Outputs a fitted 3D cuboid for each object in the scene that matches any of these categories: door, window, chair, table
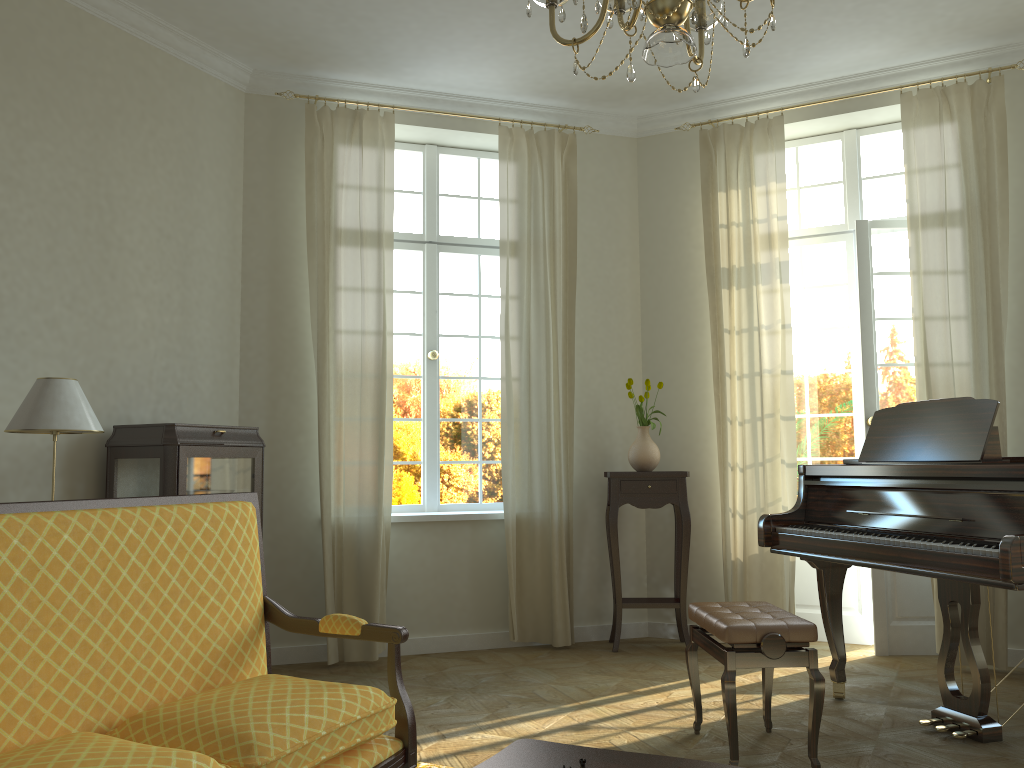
[{"bbox_3d":[2.218,0.317,5.631,1.385,2.690,0.425,-3,-6,27],"label":"door"},{"bbox_3d":[-0.550,-0.402,6.055,1.400,2.550,0.181,1,-6,-18],"label":"window"},{"bbox_3d":[-0.853,0.822,2.088,0.680,1.083,1.389,-3,-6,26],"label":"chair"},{"bbox_3d":[0.217,1.067,1.589,0.922,0.494,0.932,-3,-6,28],"label":"table"},{"bbox_3d":[2.285,-1.367,5.951,1.380,0.680,0.055,-3,-6,27],"label":"window"},{"bbox_3d":[0.876,1.126,5.730,0.522,1.114,0.344,-1,-5,2],"label":"table"},{"bbox_3d":[0.971,1.212,3.617,0.385,0.563,0.638,0,-5,-3],"label":"chair"}]

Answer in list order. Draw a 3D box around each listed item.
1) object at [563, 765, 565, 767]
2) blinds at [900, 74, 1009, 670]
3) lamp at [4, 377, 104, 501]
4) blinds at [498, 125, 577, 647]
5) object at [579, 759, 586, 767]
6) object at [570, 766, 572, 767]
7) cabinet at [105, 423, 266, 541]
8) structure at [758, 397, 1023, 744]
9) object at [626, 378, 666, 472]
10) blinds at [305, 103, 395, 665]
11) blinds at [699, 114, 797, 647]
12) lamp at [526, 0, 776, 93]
[{"bbox_3d":[0.102,0.778,1.726,0.030,0.069,0.030,1,-5,-15],"label":"object"},{"bbox_3d":[2.615,-0.105,5.097,0.554,3.386,0.162,-3,-6,22],"label":"blinds"},{"bbox_3d":[-1.938,0.752,3.723,0.381,1.552,0.380,-4,-6,32],"label":"lamp"},{"bbox_3d":[0.181,-0.017,5.793,0.552,3.381,0.159,1,-5,-15],"label":"blinds"},{"bbox_3d":[0.147,0.800,1.836,0.030,0.044,0.030,1,-5,-15],"label":"object"},{"bbox_3d":[0.117,0.788,1.762,0.030,0.055,0.030,1,-5,-15],"label":"object"},{"bbox_3d":[-1.661,0.909,4.523,0.542,1.386,0.733,-3,-6,27],"label":"cabinet"},{"bbox_3d":[2.338,0.793,3.986,1.856,1.439,1.514,1,-6,-18],"label":"structure"},{"bbox_3d":[0.865,0.268,5.806,0.264,0.609,0.242,4,-7,-38],"label":"object"},{"bbox_3d":[-0.987,-0.047,5.364,0.554,3.385,0.162,1,-5,-13],"label":"blinds"},{"bbox_3d":[1.530,-0.035,5.703,0.552,3.386,0.159,-3,-6,24],"label":"blinds"},{"bbox_3d":[0.372,-1.510,2.196,0.661,1.466,0.662,0,-5,-3],"label":"lamp"}]
